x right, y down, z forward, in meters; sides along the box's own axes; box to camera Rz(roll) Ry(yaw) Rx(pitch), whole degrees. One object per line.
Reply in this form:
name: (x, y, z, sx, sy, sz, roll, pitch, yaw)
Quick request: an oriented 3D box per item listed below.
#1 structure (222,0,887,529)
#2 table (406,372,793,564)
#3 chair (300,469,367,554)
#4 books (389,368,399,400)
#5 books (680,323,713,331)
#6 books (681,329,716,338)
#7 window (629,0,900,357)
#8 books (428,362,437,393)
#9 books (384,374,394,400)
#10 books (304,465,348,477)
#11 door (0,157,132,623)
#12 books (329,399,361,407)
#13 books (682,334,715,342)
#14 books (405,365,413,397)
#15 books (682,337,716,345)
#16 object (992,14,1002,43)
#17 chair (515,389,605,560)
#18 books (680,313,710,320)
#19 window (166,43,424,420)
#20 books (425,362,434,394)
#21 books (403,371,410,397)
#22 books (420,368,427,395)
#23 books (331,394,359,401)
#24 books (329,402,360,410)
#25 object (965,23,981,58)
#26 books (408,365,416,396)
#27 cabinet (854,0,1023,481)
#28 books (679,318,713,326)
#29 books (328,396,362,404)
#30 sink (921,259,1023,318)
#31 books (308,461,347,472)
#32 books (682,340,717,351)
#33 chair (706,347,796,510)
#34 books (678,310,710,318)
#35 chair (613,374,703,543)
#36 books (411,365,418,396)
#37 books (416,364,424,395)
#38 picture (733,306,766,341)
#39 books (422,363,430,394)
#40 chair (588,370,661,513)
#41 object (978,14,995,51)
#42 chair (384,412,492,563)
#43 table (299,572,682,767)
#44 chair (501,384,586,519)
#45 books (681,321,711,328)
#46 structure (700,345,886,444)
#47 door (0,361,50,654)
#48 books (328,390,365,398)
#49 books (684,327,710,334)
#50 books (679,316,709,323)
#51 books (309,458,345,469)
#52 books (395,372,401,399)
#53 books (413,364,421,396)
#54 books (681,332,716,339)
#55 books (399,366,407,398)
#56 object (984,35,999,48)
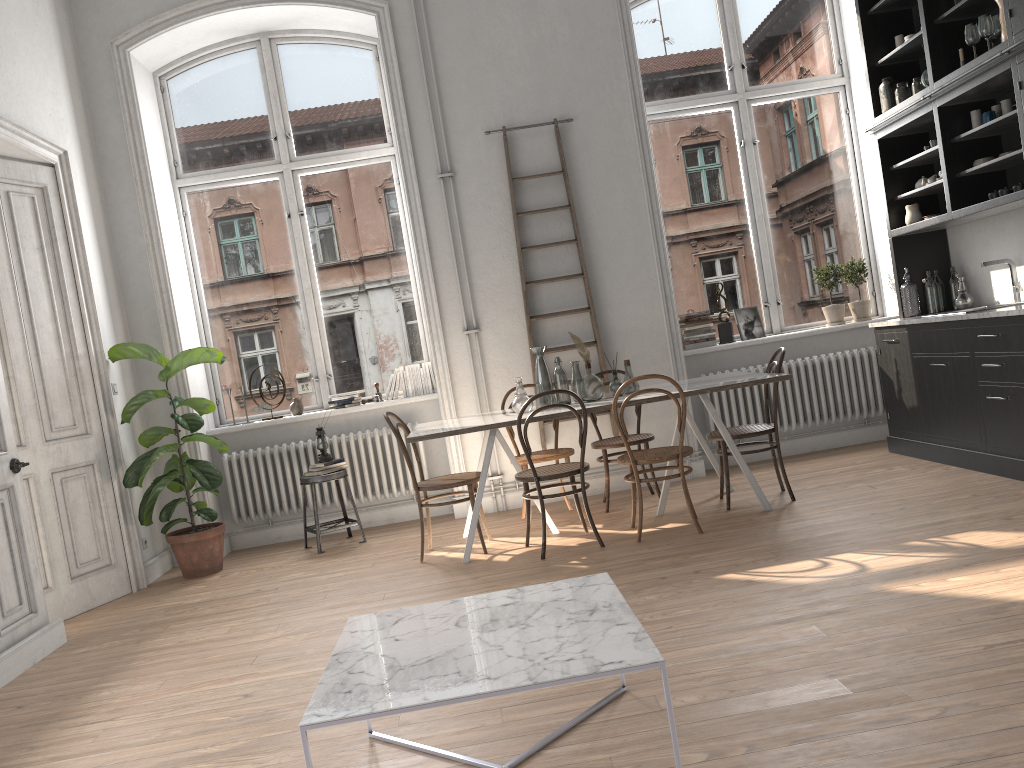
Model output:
structure: (0.119, -1.352, 6.679, 5.181, 4.475, 0.340, -9, 2, -2)
table: (0.532, 0.492, 5.521, 2.200, 0.780, 1.100, -9, 2, -3)
chair: (-1.302, 0.893, 6.330, 0.363, 0.523, 0.360, -11, 3, -29)
books: (-0.918, -0.001, 6.917, 0.100, 0.235, 0.174, -9, 2, -3)
books: (1.461, -0.450, 7.015, 0.222, 0.024, 0.158, -9, 2, -3)
books: (1.461, -0.401, 7.016, 0.245, 0.028, 0.193, -10, 2, -8)
window: (7.268, -7.228, 10.242, 14.384, 15.941, 26.390, -9, 2, -3)
books: (-0.616, -0.054, 6.930, 0.040, 0.244, 0.174, -9, 2, -3)
books: (-0.954, 0.025, 6.920, 0.105, 0.194, 0.155, -9, 2, -4)
books: (-1.331, 0.618, 6.352, 0.194, 0.034, 0.246, -8, 2, 38)
door: (-2.901, 0.026, 5.287, 0.216, 2.815, 1.096, -8, 3, 22)
books: (-1.295, 0.147, 6.889, 0.205, 0.022, 0.155, -9, 2, 17)
books: (1.460, -0.360, 7.000, 0.249, 0.023, 0.175, -9, 2, -2)
books: (-0.799, -0.023, 6.913, 0.024, 0.243, 0.175, -9, 2, -3)
books: (1.463, -0.337, 7.001, 0.249, 0.023, 0.175, -9, 2, -7)
object: (2.787, -1.989, 5.053, 0.083, 0.221, 0.083, -9, 2, -4)
chair: (0.236, 0.486, 5.073, 0.438, 0.921, 0.549, -10, 2, -7)
books: (1.444, -0.533, 7.006, 0.205, 0.020, 0.155, -9, 2, -3)
window: (-1.691, -1.246, 7.000, 1.622, 2.844, 0.013, -9, 2, -3)
books: (-0.647, -0.049, 6.931, 0.024, 0.243, 0.175, -9, 2, -3)
books: (-0.818, -0.002, 6.923, 0.020, 0.205, 0.155, -9, 2, -3)
books: (-0.691, -0.022, 6.929, 0.020, 0.205, 0.155, -9, 2, -3)
books: (-1.297, 0.105, 6.875, 0.205, 0.020, 0.155, -10, 2, -13)
books: (-1.298, 0.171, 6.893, 0.147, 0.023, 0.221, -11, 3, -44)
object: (2.680, -1.974, 5.147, 0.083, 0.221, 0.083, -8, 3, 29)
books: (-0.778, -0.027, 6.923, 0.019, 0.244, 0.174, -9, 2, -3)
cabinet: (2.826, -1.276, 4.771, 0.635, 3.584, 3.250, -9, 2, -3)
books: (1.446, -0.490, 7.008, 0.243, 0.019, 0.174, -9, 2, -3)
books: (-1.296, 0.126, 6.887, 0.221, 0.023, 0.147, -9, 2, 13)
sink: (2.946, -0.506, 5.569, 0.514, 0.505, 0.526, -9, 2, -3)
books: (-1.324, 0.590, 6.355, 0.232, 0.029, 0.163, -10, 2, -32)
books: (1.466, -0.304, 7.004, 0.248, 0.043, 0.192, -9, 2, -3)
chair: (1.482, 0.267, 5.516, 0.549, 0.921, 0.437, -9, 2, 10)
books: (1.435, -0.554, 7.014, 0.201, 0.024, 0.159, -10, 2, -13)
chair: (0.814, 0.392, 5.063, 0.438, 0.921, 0.549, -9, 2, 8)
books: (-0.759, -0.031, 6.941, 0.019, 0.244, 0.174, -9, 2, -3)
books: (-0.716, -0.037, 6.926, 0.019, 0.244, 0.174, -9, 2, -3)
picture: (1.873, -0.478, 7.076, 0.221, 0.264, 0.149, -10, 2, -19)
books: (-0.673, -0.045, 6.950, 0.024, 0.243, 0.175, -9, 2, -3)
chair: (0.756, 0.365, 6.115, 0.438, 0.921, 0.549, -9, 2, 4)
object: (2.689, -1.971, 5.016, 0.083, 0.221, 0.083, -7, 3, 44)
chair: (-0.439, 0.583, 5.452, 0.549, 0.921, 0.437, -9, 2, 6)
table: (-0.055, 0.887, 2.460, 0.849, 0.392, 0.849, -9, 2, -3)
chair: (0.195, 0.460, 6.011, 0.438, 0.921, 0.549, -9, 2, -5)
books: (1.455, -0.471, 7.008, 0.205, 0.022, 0.155, -10, 2, -8)
structure: (2.214, 0.078, 6.909, 1.577, 0.552, 0.194, -9, 2, -3)
door: (-2.678, 0.029, 4.134, 0.216, 2.815, 1.096, -9, 2, -1)
books: (-1.283, 0.076, 6.895, 0.244, 0.019, 0.174, -9, 2, 7)
books: (1.462, -0.426, 7.010, 0.205, 0.022, 0.155, -9, 2, 12)
books: (1.435, -0.510, 7.007, 0.231, 0.023, 0.162, -9, 2, 13)
books: (-1.326, 0.568, 6.355, 0.147, 0.027, 0.221, -8, 2, 30)
books: (-0.891, 0.011, 6.920, 0.072, 0.203, 0.155, -9, 2, -3)
books: (-0.738, -0.034, 6.947, 0.024, 0.243, 0.175, -9, 2, -3)
books: (1.466, -0.380, 7.015, 0.255, 0.014, 0.192, -9, 2, 1)
books: (-0.848, -0.016, 6.942, 0.024, 0.243, 0.175, -9, 2, -3)
object: (2.783, -1.991, 5.135, 0.083, 0.221, 0.083, -10, 2, -10)
